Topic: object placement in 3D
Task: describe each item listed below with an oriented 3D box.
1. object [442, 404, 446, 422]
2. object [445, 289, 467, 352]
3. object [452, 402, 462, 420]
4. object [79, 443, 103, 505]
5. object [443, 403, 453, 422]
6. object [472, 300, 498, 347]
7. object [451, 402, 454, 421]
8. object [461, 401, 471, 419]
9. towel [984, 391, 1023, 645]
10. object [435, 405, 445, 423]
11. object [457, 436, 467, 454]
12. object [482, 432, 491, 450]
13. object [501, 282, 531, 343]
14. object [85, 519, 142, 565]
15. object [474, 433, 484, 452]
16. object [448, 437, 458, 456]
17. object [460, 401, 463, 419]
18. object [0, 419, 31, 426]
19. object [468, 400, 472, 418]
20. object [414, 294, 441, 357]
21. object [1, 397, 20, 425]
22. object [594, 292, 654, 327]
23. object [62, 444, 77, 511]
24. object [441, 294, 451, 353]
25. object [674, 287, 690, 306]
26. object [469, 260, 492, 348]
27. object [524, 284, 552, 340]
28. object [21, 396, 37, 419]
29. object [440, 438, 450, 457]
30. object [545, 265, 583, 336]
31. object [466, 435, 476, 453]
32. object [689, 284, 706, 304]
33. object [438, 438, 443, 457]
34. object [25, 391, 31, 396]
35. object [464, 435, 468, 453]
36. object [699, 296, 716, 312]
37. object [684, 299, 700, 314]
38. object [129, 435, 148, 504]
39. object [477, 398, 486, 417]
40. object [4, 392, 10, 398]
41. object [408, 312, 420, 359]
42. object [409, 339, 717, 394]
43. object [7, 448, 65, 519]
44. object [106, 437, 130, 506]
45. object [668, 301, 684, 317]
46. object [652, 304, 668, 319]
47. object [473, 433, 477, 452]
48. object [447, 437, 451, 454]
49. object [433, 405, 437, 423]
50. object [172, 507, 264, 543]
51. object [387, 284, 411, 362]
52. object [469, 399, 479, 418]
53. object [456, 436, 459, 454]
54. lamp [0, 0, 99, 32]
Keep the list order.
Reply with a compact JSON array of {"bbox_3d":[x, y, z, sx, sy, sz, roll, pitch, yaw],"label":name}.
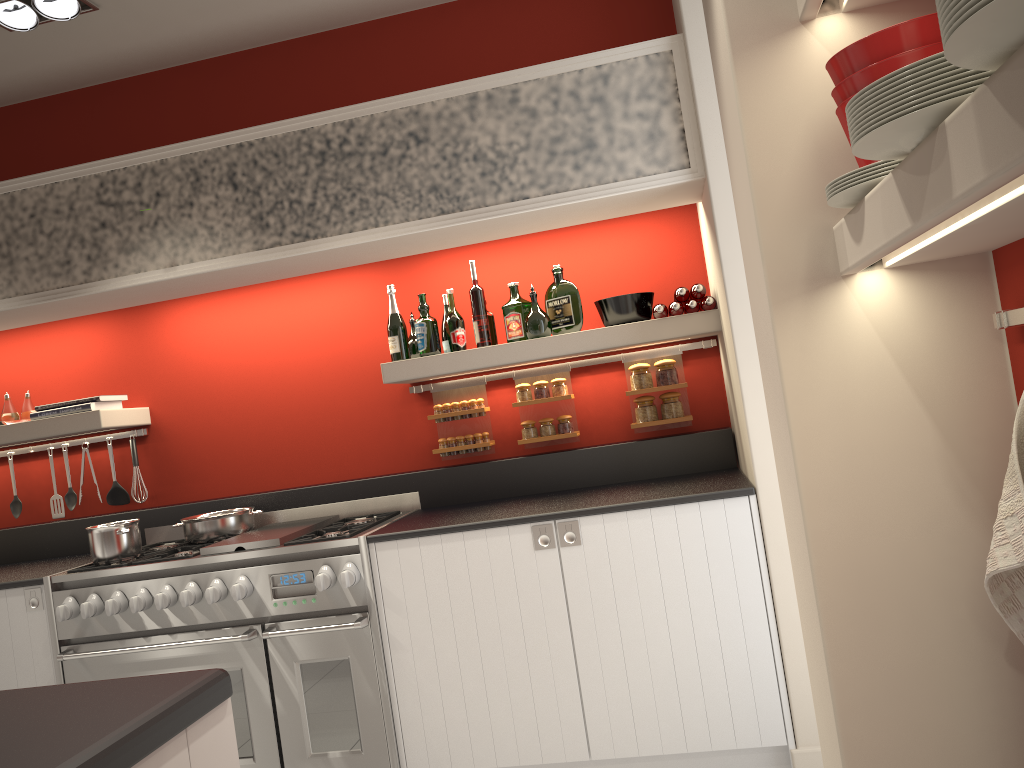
[{"bbox_3d":[-0.288,0.125,3.892,0.034,0.078,0.034,-10,-2,31],"label":"object"},{"bbox_3d":[-0.246,-0.266,3.775,0.080,0.278,0.080,-9,-2,13],"label":"object"},{"bbox_3d":[-0.239,0.117,3.844,0.034,0.078,0.034,-10,-2,31],"label":"object"},{"bbox_3d":[-2.033,0.429,4.241,0.124,0.297,0.009,-9,-2,10],"label":"object"},{"bbox_3d":[-0.277,0.123,3.851,0.034,0.078,0.034,-10,-2,31],"label":"object"},{"bbox_3d":[-0.122,-0.275,3.809,0.094,0.263,0.094,-8,-2,-24],"label":"object"},{"bbox_3d":[-0.250,0.119,3.885,0.034,0.078,0.034,-10,-2,31],"label":"object"},{"bbox_3d":[-0.201,0.111,3.837,0.034,0.078,0.034,-10,-2,31],"label":"object"},{"bbox_3d":[0.907,0.575,1.491,0.141,1.362,0.341,-9,-2,10],"label":"towel"},{"bbox_3d":[-0.315,0.129,3.858,0.034,0.078,0.034,-10,-2,31],"label":"object"},{"bbox_3d":[-0.217,0.263,3.839,0.034,0.078,0.034,-10,-2,31],"label":"object"},{"bbox_3d":[-0.112,0.248,3.860,0.034,0.078,0.034,-10,-2,31],"label":"object"},{"bbox_3d":[0.024,-0.297,3.737,0.112,0.260,0.071,-10,-2,39],"label":"object"},{"bbox_3d":[-1.589,0.633,3.553,0.201,0.148,0.201,-9,-2,3],"label":"object"},{"bbox_3d":[-0.141,0.252,3.826,0.034,0.078,0.034,-10,-2,31],"label":"object"},{"bbox_3d":[-0.255,0.269,3.846,0.034,0.078,0.034,-10,-2,31],"label":"object"},{"bbox_3d":[-0.210,0.113,3.878,0.034,0.078,0.034,-10,-2,31],"label":"object"},{"bbox_3d":[-2.297,0.180,4.148,0.160,0.027,0.183,-10,-2,39],"label":"object"},{"bbox_3d":[-0.172,0.107,3.871,0.034,0.078,0.034,-10,-2,31],"label":"object"},{"bbox_3d":[-0.356,-0.244,3.687,0.094,0.264,0.094,-8,-2,-1],"label":"object"},{"bbox_3d":[-2.332,0.127,4.115,0.076,0.131,0.076,-7,-2,-38],"label":"object"},{"bbox_3d":[0.474,-0.297,3.676,0.251,0.121,0.251,-8,-2,-8],"label":"object"},{"bbox_3d":[-2.129,0.447,4.256,0.067,0.323,0.022,-9,-2,9],"label":"object"},{"bbox_3d":[-0.273,-0.258,3.869,0.083,0.277,0.083,-9,-2,14],"label":"object"},{"bbox_3d":[0.683,-0.355,3.567,0.062,0.062,0.366,-9,-2,10],"label":"object"},{"bbox_3d":[-0.126,-0.329,3.714,0.062,0.366,0.210,-9,-2,9],"label":"object"},{"bbox_3d":[0.096,-0.295,3.596,0.113,0.226,0.113,-9,-2,21],"label":"object"},{"bbox_3d":[-2.278,0.121,4.186,0.077,0.134,0.076,-8,-2,-6],"label":"object"},{"bbox_3d":[-0.293,0.275,3.853,0.034,0.078,0.034,-10,-2,31],"label":"object"},{"bbox_3d":[0.210,-0.347,3.714,0.186,0.303,0.057,-10,-2,40],"label":"object"},{"bbox_3d":[-0.179,0.257,3.833,0.034,0.078,0.034,-10,-2,31],"label":"object"},{"bbox_3d":[0.740,-0.364,3.533,0.062,0.062,0.366,-9,-2,10],"label":"object"},{"bbox_3d":[-0.304,0.278,3.894,0.034,0.078,0.034,-10,-2,31],"label":"object"},{"bbox_3d":[-2.287,0.047,4.188,0.026,0.032,0.023,-8,-2,-7],"label":"object"},{"bbox_3d":[-0.188,0.260,3.873,0.034,0.078,0.034,-10,-2,31],"label":"object"},{"bbox_3d":[0.779,-0.315,3.528,0.061,0.061,0.366,-9,-2,10],"label":"object"},{"bbox_3d":[0.722,-0.306,3.558,0.061,0.061,0.366,-9,-2,10],"label":"object"},{"bbox_3d":[-1.777,0.404,4.195,0.069,0.328,0.069,-8,-2,-12],"label":"object"},{"bbox_3d":[-0.134,0.102,3.864,0.034,0.078,0.034,-10,-2,31],"label":"object"},{"bbox_3d":[-2.344,0.053,4.118,0.023,0.031,0.024,-7,-2,-38],"label":"object"},{"bbox_3d":[-0.428,-0.209,3.909,0.113,0.226,0.113,-7,-2,-39],"label":"object"},{"bbox_3d":[0.204,-0.073,3.867,1.355,0.034,0.048,-9,-2,10],"label":"object"},{"bbox_3d":[-2.311,0.489,4.287,0.287,0.351,0.022,-9,-2,11],"label":"object"},{"bbox_3d":[-1.892,0.417,4.234,0.123,0.331,0.040,-9,-2,10],"label":"object"},{"bbox_3d":[0.657,-0.296,3.548,0.062,0.062,0.366,-9,-2,10],"label":"object"},{"bbox_3d":[0.596,-0.287,3.559,0.062,0.062,0.366,-9,-2,10],"label":"object"},{"bbox_3d":[-0.150,0.254,3.867,0.034,0.078,0.034,-10,-2,31],"label":"object"},{"bbox_3d":[-0.266,0.272,3.887,0.034,0.078,0.034,-10,-2,31],"label":"object"},{"bbox_3d":[-0.326,0.131,3.899,0.034,0.078,0.034,-10,-2,31],"label":"object"},{"bbox_3d":[-1.261,0.609,3.823,0.309,0.105,0.309,-10,-2,38],"label":"object"},{"bbox_3d":[-0.488,-0.256,3.732,0.083,0.331,0.083,-8,-2,-19],"label":"object"},{"bbox_3d":[-0.163,0.105,3.830,0.034,0.078,0.034,-10,-2,31],"label":"object"},{"bbox_3d":[-0.228,0.266,3.880,0.034,0.078,0.034,-10,-2,31],"label":"object"},{"bbox_3d":[-1.650,-1.314,3.064,0.361,0.104,0.199,-9,-2,10],"label":"lamp"}]
